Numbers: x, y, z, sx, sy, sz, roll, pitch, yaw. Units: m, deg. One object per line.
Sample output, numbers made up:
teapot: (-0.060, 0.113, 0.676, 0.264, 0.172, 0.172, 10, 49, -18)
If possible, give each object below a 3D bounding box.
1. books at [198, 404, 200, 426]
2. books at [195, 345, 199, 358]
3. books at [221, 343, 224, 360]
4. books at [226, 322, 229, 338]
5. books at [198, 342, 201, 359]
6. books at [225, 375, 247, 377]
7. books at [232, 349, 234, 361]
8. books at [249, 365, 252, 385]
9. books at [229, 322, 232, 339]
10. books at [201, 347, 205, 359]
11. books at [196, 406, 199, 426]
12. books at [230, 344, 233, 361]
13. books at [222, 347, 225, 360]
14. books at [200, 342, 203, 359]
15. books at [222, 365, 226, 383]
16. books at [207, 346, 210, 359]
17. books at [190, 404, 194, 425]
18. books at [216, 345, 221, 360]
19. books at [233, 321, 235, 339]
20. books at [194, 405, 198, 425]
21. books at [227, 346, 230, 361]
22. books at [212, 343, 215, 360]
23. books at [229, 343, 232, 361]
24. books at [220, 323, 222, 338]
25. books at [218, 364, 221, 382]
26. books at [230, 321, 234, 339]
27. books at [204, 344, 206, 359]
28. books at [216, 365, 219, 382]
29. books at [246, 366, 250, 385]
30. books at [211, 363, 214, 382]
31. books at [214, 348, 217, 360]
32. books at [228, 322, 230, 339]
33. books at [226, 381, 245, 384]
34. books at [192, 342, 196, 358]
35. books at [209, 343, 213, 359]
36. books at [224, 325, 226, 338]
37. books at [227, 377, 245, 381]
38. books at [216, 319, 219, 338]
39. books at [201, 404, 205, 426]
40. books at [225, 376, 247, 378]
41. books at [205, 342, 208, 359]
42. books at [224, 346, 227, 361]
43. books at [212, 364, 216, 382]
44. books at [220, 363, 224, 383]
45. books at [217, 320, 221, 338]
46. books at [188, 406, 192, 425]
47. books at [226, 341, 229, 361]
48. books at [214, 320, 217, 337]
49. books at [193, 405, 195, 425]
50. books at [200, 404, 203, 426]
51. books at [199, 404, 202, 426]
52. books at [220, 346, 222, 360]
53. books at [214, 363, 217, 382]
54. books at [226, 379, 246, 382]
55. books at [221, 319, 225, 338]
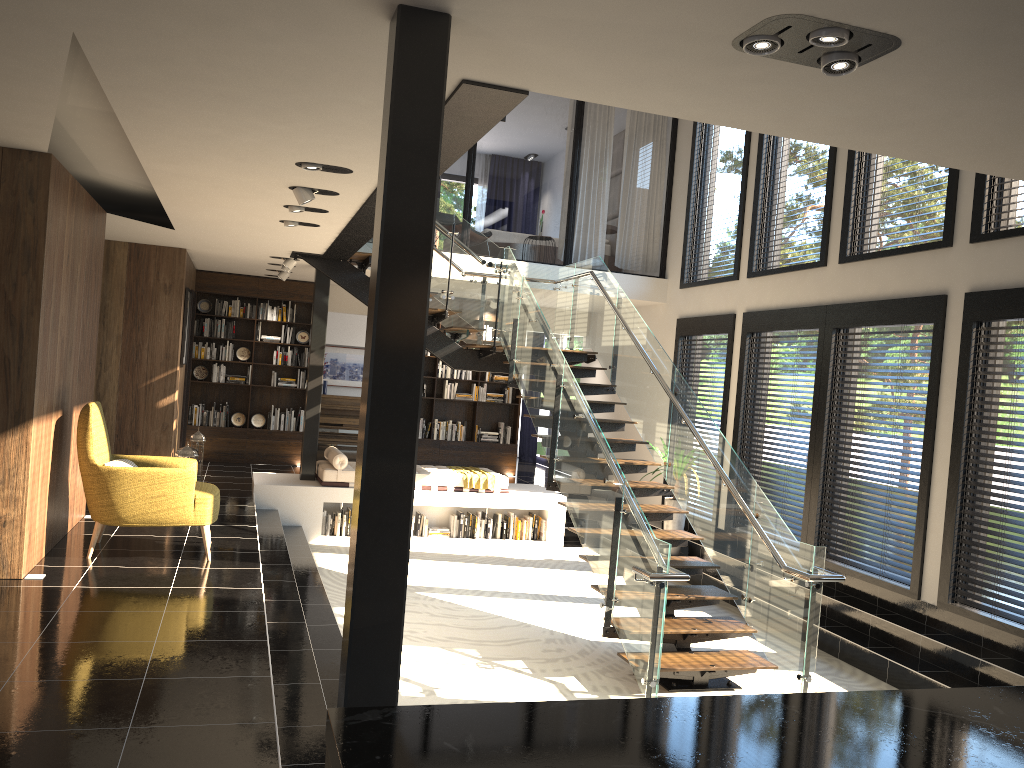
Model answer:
books: (-4.449, 0.436, 12.612, 0.016, 0.304, 0.217, 4, 1, -17)
books: (-4.471, -0.460, 12.588, 0.045, 0.192, 0.164, 4, 1, -17)
books: (-4.143, -0.460, 12.679, 0.020, 0.243, 0.154, 4, 1, -17)
books: (-4.077, -0.769, 12.695, 0.028, 0.240, 0.148, 4, 1, -17)
books: (-4.429, -0.478, 12.569, 0.022, 0.235, 0.194, 4, 1, -17)
books: (-3.962, -0.115, 12.731, 0.292, 0.013, 0.187, 5, 0, -15)
books: (-4.003, -0.418, 12.726, 0.015, 0.181, 0.136, 4, 1, -17)
books: (-3.775, -0.134, 12.780, 0.018, 0.286, 0.157, 4, 1, -17)
books: (-4.037, -0.767, 12.700, 0.024, 0.242, 0.144, 4, 1, -17)
books: (-4.394, -0.443, 12.611, 0.037, 0.169, 0.148, 4, 1, -17)
books: (-4.467, 0.452, 12.602, 0.022, 0.269, 0.215, 4, 1, -17)
books: (-4.021, -0.451, 12.730, 0.023, 0.245, 0.133, 4, 1, -17)
books: (-4.120, -0.433, 12.675, 0.025, 0.194, 0.172, 4, 1, -17)
books: (-4.424, -0.477, 12.620, 0.018, 0.232, 0.123, 4, 1, -17)
books: (-4.126, -0.145, 12.708, 0.030, 0.253, 0.138, 4, 1, -17)
books: (-4.319, -0.443, 12.619, 0.035, 0.180, 0.164, 4, 1, -17)
books: (-4.547, 0.436, 12.625, 0.032, 0.288, 0.179, 4, 1, -17)
books: (-4.197, -0.451, 12.671, 0.053, 0.216, 0.151, 4, 1, -17)
books: (-3.985, -0.775, 12.721, 0.035, 0.267, 0.133, 4, 1, -17)
books: (-4.500, 0.443, 12.624, 0.030, 0.283, 0.170, 4, 1, -17)
books: (-4.060, -0.437, 12.708, 0.018, 0.210, 0.157, 4, 1, -17)
books: (-4.252, -0.466, 12.632, 0.026, 0.237, 0.164, 4, 1, -17)
books: (-4.036, -0.460, 12.702, 0.021, 0.260, 0.197, 4, 1, -17)
books: (-4.154, -0.765, 12.662, 0.024, 0.220, 0.123, 4, 1, -17)
books: (-4.179, -0.155, 12.681, 0.024, 0.265, 0.147, 4, 1, -17)
books: (-4.014, -0.776, 12.712, 0.025, 0.263, 0.147, 4, 1, -17)
books: (-4.372, -0.461, 12.638, 0.018, 0.208, 0.126, 4, 1, -17)
books: (-4.208, -0.147, 12.679, 0.032, 0.245, 0.120, 4, 1, -17)
books: (-3.807, -0.124, 12.797, 0.032, 0.262, 0.157, 4, 1, -17)
books: (-4.274, -0.162, 12.658, 0.020, 0.264, 0.152, 4, 1, -17)
books: (-4.234, -0.429, 12.652, 0.026, 0.167, 0.173, 4, 1, -17)
books: (-4.054, -0.762, 12.690, 0.014, 0.230, 0.172, 4, 1, -17)
books: (-3.974, -0.023, 12.749, 0.262, 0.032, 0.154, 5, 0, -15)
books: (-4.507, -0.479, 12.582, 0.030, 0.224, 0.165, 4, 1, -17)
books: (-4.288, -0.467, 12.642, 0.036, 0.235, 0.169, 4, 1, -17)
books: (-4.094, -0.744, 12.654, 0.025, 0.188, 0.181, 4, 1, -17)
books: (-3.971, -0.076, 12.751, 0.244, 0.033, 0.142, 4, 0, -21)
books: (-4.196, -0.791, 12.624, 0.019, 0.264, 0.175, 4, 1, -17)
books: (-4.406, 0.439, 12.647, 0.020, 0.304, 0.189, 4, 1, -17)
books: (-3.966, -0.100, 12.738, 0.293, 0.016, 0.174, 4, 0, -19)
books: (-4.351, -0.473, 12.637, 0.019, 0.236, 0.139, 4, 1, -17)
books: (-4.101, -0.442, 12.705, 0.027, 0.214, 0.159, 4, 1, -17)
books: (-4.242, -0.156, 12.630, 0.026, 0.257, 0.192, 4, 1, -17)
books: (-4.149, -0.160, 12.682, 0.032, 0.279, 0.133, 4, 1, -17)
books: (-4.180, -0.785, 12.657, 0.032, 0.255, 0.160, 4, 1, -17)
books: (-4.576, 0.447, 12.609, 0.032, 0.262, 0.194, 4, 1, -17)
books: (-4.070, -0.475, 12.688, 0.018, 0.284, 0.198, 4, 1, -17)
books: (-4.220, -0.788, 12.636, 0.018, 0.256, 0.172, 4, 1, -17)
books: (-4.516, 0.442, 12.601, 0.014, 0.282, 0.232, 4, 1, -17)
books: (-4.426, 0.439, 12.647, 0.018, 0.302, 0.195, 4, 1, -17)
books: (-4.432, 0.437, 12.611, 0.015, 0.306, 0.222, 4, 1, -17)
books: (-4.154, -0.442, 12.648, 0.016, 0.206, 0.204, 4, 1, -17)
books: (-4.223, -0.164, 12.647, 0.018, 0.275, 0.144, 4, 1, -17)
books: (-3.973, -0.049, 12.751, 0.266, 0.021, 0.152, 4, 0, -19)
books: (-4.121, -0.789, 12.656, 0.033, 0.273, 0.189, 4, 1, -17)
